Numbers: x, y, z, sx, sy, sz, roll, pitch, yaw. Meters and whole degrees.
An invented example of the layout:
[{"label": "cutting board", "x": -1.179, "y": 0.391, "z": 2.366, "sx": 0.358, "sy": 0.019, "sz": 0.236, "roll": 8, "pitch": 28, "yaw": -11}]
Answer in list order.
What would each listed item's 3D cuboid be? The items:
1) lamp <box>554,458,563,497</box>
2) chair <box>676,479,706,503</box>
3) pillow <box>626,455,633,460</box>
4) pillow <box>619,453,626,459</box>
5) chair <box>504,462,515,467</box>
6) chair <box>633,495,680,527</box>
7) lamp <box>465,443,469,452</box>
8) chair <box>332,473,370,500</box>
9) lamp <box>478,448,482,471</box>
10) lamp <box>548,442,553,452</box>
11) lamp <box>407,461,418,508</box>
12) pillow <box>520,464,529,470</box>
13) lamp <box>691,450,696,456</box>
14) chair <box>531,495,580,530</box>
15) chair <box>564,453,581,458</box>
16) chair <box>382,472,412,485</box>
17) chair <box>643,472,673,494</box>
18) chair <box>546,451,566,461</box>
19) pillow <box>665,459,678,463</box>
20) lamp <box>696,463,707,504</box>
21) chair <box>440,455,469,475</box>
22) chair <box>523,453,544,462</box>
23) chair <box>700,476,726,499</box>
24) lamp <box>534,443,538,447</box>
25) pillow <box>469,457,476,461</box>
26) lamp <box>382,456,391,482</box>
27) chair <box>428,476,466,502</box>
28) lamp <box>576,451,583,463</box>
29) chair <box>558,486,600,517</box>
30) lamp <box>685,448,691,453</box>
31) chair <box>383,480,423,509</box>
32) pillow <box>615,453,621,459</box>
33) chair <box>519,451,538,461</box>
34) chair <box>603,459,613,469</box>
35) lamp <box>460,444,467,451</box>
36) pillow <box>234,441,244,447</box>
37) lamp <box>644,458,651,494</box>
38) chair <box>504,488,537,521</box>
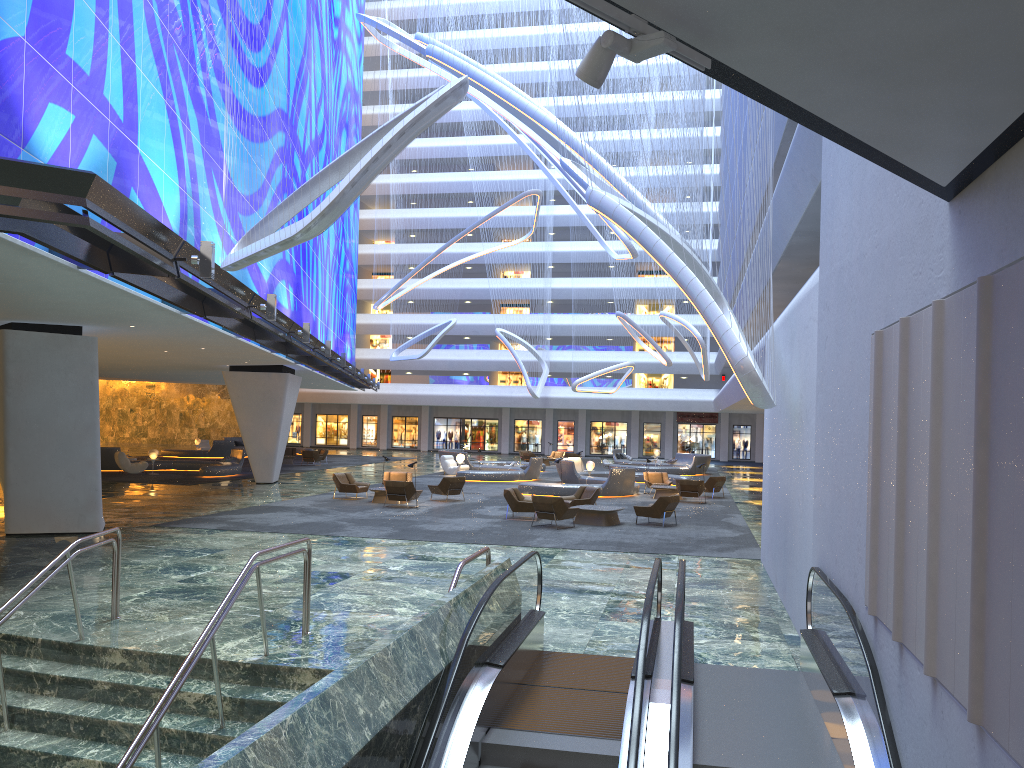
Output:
[{"label": "lamp", "x": 1.565, "y": 3.107, "z": 29.478, "sx": 0.384, "sy": 1.300, "sz": 0.202, "roll": 1, "pitch": -1, "yaw": 29}, {"label": "chair", "x": 5.756, "y": 3.452, "z": 28.597, "sx": 0.929, "sy": 0.766, "sz": 0.939, "roll": 1, "pitch": -2, "yaw": 18}, {"label": "pillow", "x": 6.734, "y": 4.292, "z": 51.891, "sx": 0.685, "sy": 0.280, "sz": 0.874, "roll": 3, "pitch": -3, "yaw": -41}, {"label": "pillow", "x": 6.475, "y": 4.183, "z": 51.648, "sx": 0.315, "sy": 0.386, "sz": 0.785, "roll": 1, "pitch": -2, "yaw": 27}, {"label": "chair", "x": -0.632, "y": 4.014, "z": 43.066, "sx": 1.785, "sy": 0.501, "sz": 0.585, "roll": 3, "pitch": -2, "yaw": -25}, {"label": "chair", "x": 3.602, "y": 3.119, "z": 21.970, "sx": 0.938, "sy": 0.766, "sz": 0.930, "roll": 0, "pitch": -2, "yaw": 36}, {"label": "lamp", "x": -2.368, "y": 3.673, "z": 45.630, "sx": 0.202, "sy": 1.300, "sz": 0.384, "roll": 2, "pitch": -1, "yaw": -35}, {"label": "chair", "x": -4.889, "y": 3.094, "z": 26.825, "sx": 0.938, "sy": 0.766, "sz": 0.930, "roll": 1, "pitch": -2, "yaw": 20}, {"label": "lamp", "x": -1.391, "y": 3.376, "z": 37.856, "sx": 0.202, "sy": 1.300, "sz": 0.384, "roll": 2, "pitch": -1, "yaw": -13}, {"label": "lamp", "x": 2.218, "y": 4.057, "z": 51.923, "sx": 0.384, "sy": 1.300, "sz": 0.202, "roll": 2, "pitch": -1, "yaw": -27}, {"label": "lamp", "x": -2.743, "y": 2.787, "z": 24.542, "sx": 0.384, "sy": 1.300, "sz": 0.202, "roll": 1, "pitch": -1, "yaw": 29}, {"label": "pillow", "x": 0.794, "y": 3.512, "z": 37.462, "sx": 0.692, "sy": 0.262, "sz": 0.878, "roll": 1, "pitch": -2, "yaw": 20}, {"label": "lamp", "x": 8.972, "y": 3.898, "z": 43.754, "sx": 0.202, "sy": 1.300, "sz": 0.384, "roll": 2, "pitch": -1, "yaw": -29}, {"label": "chair", "x": 0.977, "y": 3.006, "z": 20.931, "sx": 0.929, "sy": 0.766, "sz": 0.939, "roll": 0, "pitch": -2, "yaw": 38}, {"label": "chair", "x": 3.377, "y": 4.278, "z": 50.018, "sx": 0.929, "sy": 0.766, "sz": 0.939, "roll": 2, "pitch": -2, "yaw": -10}, {"label": "chair", "x": -3.610, "y": 3.176, "z": 27.971, "sx": 0.929, "sy": 0.766, "sz": 0.939, "roll": 2, "pitch": -2, "yaw": -5}, {"label": "chair", "x": 5.219, "y": 3.575, "z": 31.906, "sx": 0.929, "sy": 0.766, "sz": 0.939, "roll": 2, "pitch": -2, "yaw": -5}, {"label": "chair", "x": 2.611, "y": 4.333, "z": 51.827, "sx": 0.929, "sy": 0.766, "sz": 0.939, "roll": 1, "pitch": -2, "yaw": 30}, {"label": "pillow", "x": 8.634, "y": 4.152, "z": 47.849, "sx": 0.693, "sy": 0.262, "sz": 0.877, "roll": 3, "pitch": -2, "yaw": -26}, {"label": "lamp", "x": 6.085, "y": 3.186, "z": 28.476, "sx": 0.384, "sy": 1.300, "sz": 0.202, "roll": 1, "pitch": -1, "yaw": 29}, {"label": "chair", "x": -2.534, "y": 3.619, "z": 39.330, "sx": 1.157, "sy": 0.881, "sz": 0.729, "roll": 1, "pitch": -2, "yaw": 31}, {"label": "chair", "x": 1.146, "y": 4.168, "z": 48.814, "sx": 0.939, "sy": 0.766, "sz": 0.929, "roll": 3, "pitch": -2, "yaw": -37}, {"label": "chair", "x": 6.886, "y": 3.576, "z": 30.868, "sx": 0.938, "sy": 0.766, "sz": 0.930, "roll": 0, "pitch": -2, "yaw": 45}, {"label": "lamp", "x": 1.345, "y": 3.893, "z": 48.530, "sx": 0.202, "sy": 1.300, "sz": 0.384, "roll": 2, "pitch": -1, "yaw": -26}, {"label": "pillow", "x": -2.085, "y": 3.797, "z": 44.659, "sx": 0.443, "sy": 0.207, "sz": 0.445, "roll": 3, "pitch": -2, "yaw": -27}, {"label": "lamp", "x": -3.984, "y": 2.890, "z": 27.819, "sx": 0.202, "sy": 1.300, "sz": 0.384, "roll": 1, "pitch": -1, "yaw": 28}, {"label": "chair", "x": -1.942, "y": 3.177, "z": 26.934, "sx": 0.938, "sy": 0.766, "sz": 0.930, "roll": 0, "pitch": -2, "yaw": 45}, {"label": "lamp", "x": 2.880, "y": 3.481, "z": 37.622, "sx": 0.384, "sy": 1.300, "sz": 0.202, "roll": 1, "pitch": -1, "yaw": 29}, {"label": "chair", "x": 1.807, "y": 3.145, "z": 23.762, "sx": 0.939, "sy": 0.766, "sz": 0.929, "roll": 2, "pitch": -2, "yaw": -27}, {"label": "lamp", "x": 9.501, "y": 4.079, "z": 47.778, "sx": 0.384, "sy": 1.300, "sz": 0.202, "roll": 1, "pitch": 0, "yaw": 11}, {"label": "chair", "x": -3.072, "y": 3.053, "z": 24.663, "sx": 0.929, "sy": 0.766, "sz": 0.939, "roll": 1, "pitch": -2, "yaw": 18}, {"label": "pillow", "x": 6.264, "y": 4.203, "z": 51.655, "sx": 0.295, "sy": 0.368, "sz": 0.770, "roll": 1, "pitch": -2, "yaw": 24}, {"label": "chair", "x": 0.905, "y": 4.279, "z": 51.628, "sx": 0.930, "sy": 0.766, "sz": 0.939, "roll": 3, "pitch": -2, "yaw": -35}, {"label": "chair", "x": 5.252, "y": 4.402, "z": 48.628, "sx": 0.491, "sy": 0.501, "sz": 0.586, "roll": 3, "pitch": -2, "yaw": -44}, {"label": "lamp", "x": -2.410, "y": 3.572, "z": 43.217, "sx": 0.384, "sy": 1.300, "sz": 0.202, "roll": 1, "pitch": 0, "yaw": 5}, {"label": "pillow", "x": -17.164, "y": 3.746, "z": 55.757, "sx": 0.315, "sy": 0.386, "sz": 0.785, "roll": 1, "pitch": -2, "yaw": 28}, {"label": "lamp", "x": 4.845, "y": 3.289, "z": 31.754, "sx": 0.202, "sy": 1.300, "sz": 0.384, "roll": 1, "pitch": -1, "yaw": 28}, {"label": "chair", "x": 0.295, "y": 3.053, "z": 22.508, "sx": 0.938, "sy": 0.766, "sz": 0.930, "roll": 1, "pitch": -2, "yaw": 14}]
